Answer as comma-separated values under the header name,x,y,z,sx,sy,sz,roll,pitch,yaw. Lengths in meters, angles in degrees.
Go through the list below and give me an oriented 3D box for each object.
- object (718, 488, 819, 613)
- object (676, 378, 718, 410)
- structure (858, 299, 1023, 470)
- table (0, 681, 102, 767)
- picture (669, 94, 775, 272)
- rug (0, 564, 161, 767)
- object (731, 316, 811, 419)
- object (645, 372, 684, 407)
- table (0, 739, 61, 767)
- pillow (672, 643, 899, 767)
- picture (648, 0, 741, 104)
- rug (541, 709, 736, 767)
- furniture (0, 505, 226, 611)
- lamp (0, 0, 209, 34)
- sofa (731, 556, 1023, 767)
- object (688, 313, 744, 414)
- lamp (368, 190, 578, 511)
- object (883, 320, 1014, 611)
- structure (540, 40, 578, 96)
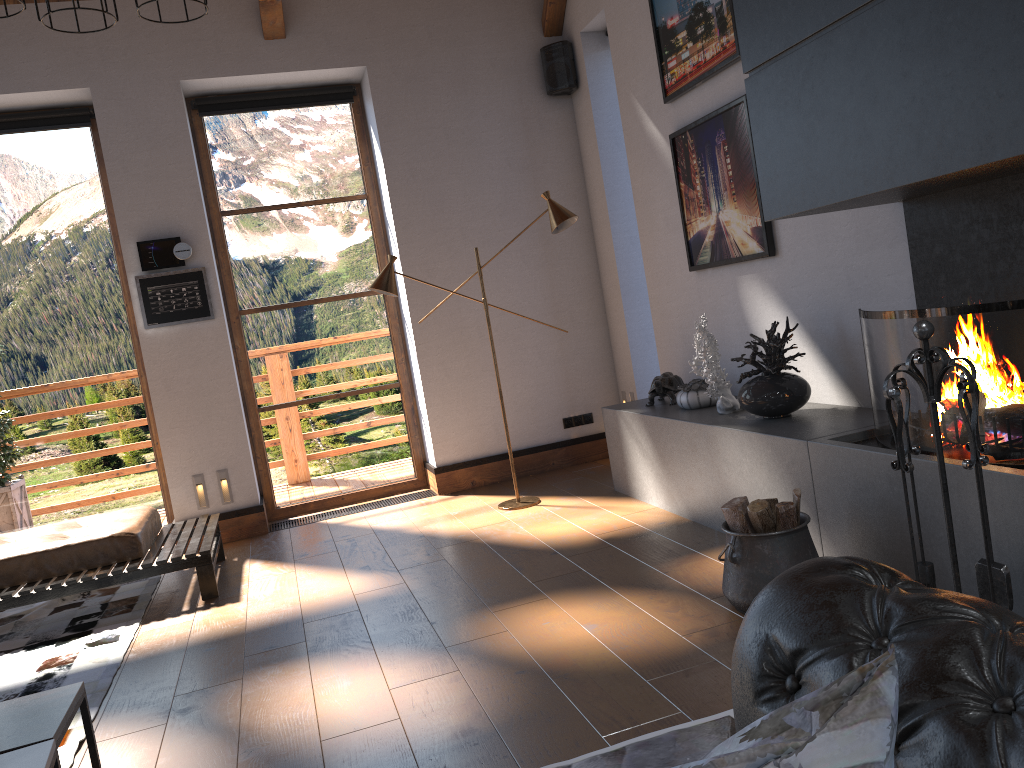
name,x,y,z,sx,sy,sz,roll,pitch,yaw
object,0.954,0.604,3.291,0.382,0.431,0.386,-9,4,10
object,1.040,0.046,4.923,0.260,0.160,0.279,-10,5,-13
structure,1.429,-0.005,2.940,0.185,0.514,0.976,-11,5,-15
table,-1.482,1.108,2.328,0.655,0.350,0.397,-11,5,-16
picture,1.122,-1.056,4.841,0.036,0.815,0.874,-11,5,-15
rug,-2.847,1.395,3.509,2.448,0.053,3.786,-11,5,-15
object,1.207,-0.073,4.141,0.332,0.454,0.343,-9,4,10
object,0.913,0.025,5.295,0.224,0.182,0.410,-7,5,28
table,-1.341,1.118,1.917,0.656,0.350,0.397,-11,5,-21
pillow,0.029,0.446,0.574,0.531,0.469,0.282,-10,4,-13
picture,0.958,-2.034,4.770,0.036,0.815,0.874,-11,5,-15
rug,-0.960,1.303,0.830,4.071,0.053,2.417,-11,5,-15
furniture,-3.036,1.126,4.791,2.779,0.436,1.168,-11,5,-16
lamp,-1.350,-1.985,2.110,0.811,2.200,0.259,-11,5,-25
sofa,-0.392,0.837,0.507,2.585,0.838,1.231,-11,5,-17
object,1.023,-0.102,4.537,0.256,0.532,0.433,-6,6,43
lamp,-0.115,-0.154,5.534,1.319,1.897,0.529,-9,4,5
object,1.218,0.324,2.487,0.304,1.017,0.311,-7,5,30
structure,0.348,-2.312,6.505,0.215,0.349,0.212,-11,4,-16
